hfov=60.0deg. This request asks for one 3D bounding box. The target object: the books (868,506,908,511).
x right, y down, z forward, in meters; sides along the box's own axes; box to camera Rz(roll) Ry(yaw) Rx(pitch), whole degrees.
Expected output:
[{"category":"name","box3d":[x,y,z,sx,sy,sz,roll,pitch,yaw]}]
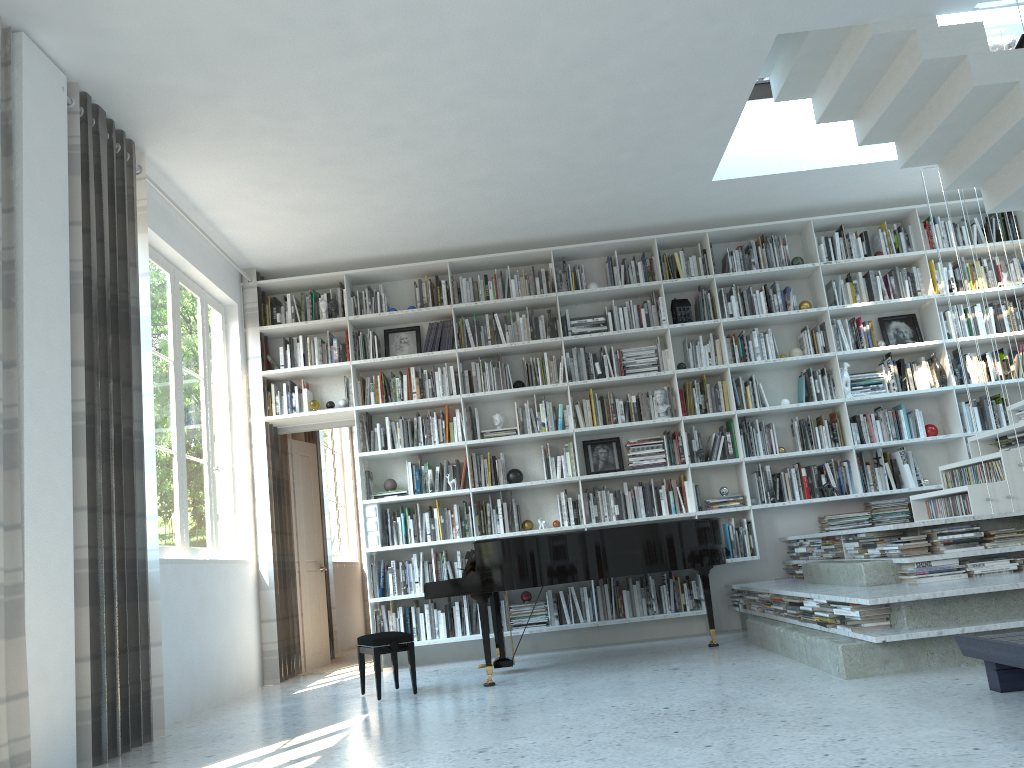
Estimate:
[{"category":"books","box3d":[2.891,0.967,6.864,0.285,0.005,0.160,-7,-12,2]}]

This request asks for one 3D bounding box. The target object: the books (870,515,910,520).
[{"category":"books","box3d":[2.902,1.035,6.848,0.285,0.007,0.160,-7,-12,3]}]

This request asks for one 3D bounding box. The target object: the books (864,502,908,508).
[{"category":"books","box3d":[2.891,0.939,6.864,0.285,0.005,0.160,-6,-12,-2]}]

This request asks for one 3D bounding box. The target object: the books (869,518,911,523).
[{"category":"books","box3d":[2.902,1.054,6.839,0.285,0.007,0.160,-6,-12,-3]}]

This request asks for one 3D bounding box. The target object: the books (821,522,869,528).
[{"category":"books","box3d":[2.569,1.090,6.849,0.308,0.008,0.195,-7,-12,3]}]

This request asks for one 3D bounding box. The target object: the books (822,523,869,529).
[{"category":"books","box3d":[2.569,1.097,6.842,0.308,0.008,0.195,-7,-12,4]}]

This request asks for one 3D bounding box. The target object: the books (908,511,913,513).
[{"category":"books","box3d":[3.266,0.964,6.847,0.368,0.007,0.206,-7,-12,4]}]

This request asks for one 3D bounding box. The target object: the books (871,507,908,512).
[{"category":"books","box3d":[2.892,0.977,6.860,0.285,0.005,0.160,-6,-12,-1]}]

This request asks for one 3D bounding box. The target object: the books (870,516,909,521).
[{"category":"books","box3d":[2.903,1.041,6.842,0.254,0.007,0.161,-6,-12,-3]}]

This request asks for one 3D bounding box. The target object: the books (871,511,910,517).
[{"category":"books","box3d":[2.898,1.007,6.846,0.285,0.007,0.160,-5,-12,-4]}]

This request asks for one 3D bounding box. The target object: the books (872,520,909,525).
[{"category":"books","box3d":[2.904,1.069,6.846,0.254,0.007,0.161,-6,-12,1]}]

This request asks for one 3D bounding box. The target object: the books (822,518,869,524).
[{"category":"books","box3d":[2.569,1.059,6.847,0.308,0.008,0.195,-7,-12,5]}]

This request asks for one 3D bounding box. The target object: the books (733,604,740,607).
[{"category":"books","box3d":[1.769,1.650,6.640,0.171,0.016,0.241,-6,-12,1]}]

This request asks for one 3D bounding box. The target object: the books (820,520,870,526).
[{"category":"books","box3d":[2.568,1.074,6.844,0.308,0.008,0.195,-5,-12,-4]}]

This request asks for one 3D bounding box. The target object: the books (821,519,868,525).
[{"category":"books","box3d":[2.568,1.069,6.858,0.308,0.008,0.195,-6,-12,1]}]

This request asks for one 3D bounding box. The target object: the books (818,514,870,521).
[{"category":"books","box3d":[2.566,1.032,6.860,0.345,0.007,0.194,-7,-12,3]}]

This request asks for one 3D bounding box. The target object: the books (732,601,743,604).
[{"category":"books","box3d":[1.756,1.630,6.645,0.179,0.012,0.262,-7,-12,3]}]

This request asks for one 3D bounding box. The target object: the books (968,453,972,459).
[{"category":"books","box3d":[3.491,0.646,6.812,0.031,0.214,0.165,-6,-11,1]}]

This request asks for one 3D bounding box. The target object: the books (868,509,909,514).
[{"category":"books","box3d":[2.896,0.989,6.862,0.285,0.007,0.160,-6,-12,1]}]

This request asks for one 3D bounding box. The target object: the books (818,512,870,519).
[{"category":"books","box3d":[2.565,1.017,6.863,0.345,0.007,0.194,-6,-12,-1]}]

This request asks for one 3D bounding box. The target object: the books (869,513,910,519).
[{"category":"books","box3d":[2.900,1.020,6.846,0.285,0.007,0.160,-6,-12,-3]}]

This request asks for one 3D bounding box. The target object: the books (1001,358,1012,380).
[{"category":"books","box3d":[3.875,-0.092,7.003,0.024,0.180,0.191,-6,-11,1]}]

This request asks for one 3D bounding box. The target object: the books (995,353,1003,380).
[{"category":"books","box3d":[3.834,-0.113,7.046,0.025,0.248,0.134,-6,-11,1]}]

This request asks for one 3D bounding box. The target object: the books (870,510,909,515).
[{"category":"books","box3d":[2.897,0.995,6.858,0.285,0.007,0.160,-7,-12,2]}]

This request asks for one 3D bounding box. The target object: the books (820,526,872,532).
[{"category":"books","box3d":[2.572,1.118,6.837,0.346,0.007,0.194,-7,-12,4]}]

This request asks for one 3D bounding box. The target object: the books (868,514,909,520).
[{"category":"books","box3d":[2.901,1.027,6.845,0.254,0.007,0.161,-6,-12,-3]}]

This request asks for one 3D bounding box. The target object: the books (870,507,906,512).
[{"category":"books","box3d":[2.892,0.972,6.863,0.254,0.005,0.161,-6,-12,0]}]

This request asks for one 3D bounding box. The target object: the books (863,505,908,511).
[{"category":"books","box3d":[2.891,0.962,6.865,0.285,0.005,0.160,-6,-12,0]}]

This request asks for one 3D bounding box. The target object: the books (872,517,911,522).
[{"category":"books","box3d":[2.904,1.047,6.838,0.285,0.007,0.160,-7,-12,5]}]

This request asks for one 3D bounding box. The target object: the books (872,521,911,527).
[{"category":"books","box3d":[2.905,1.083,6.844,0.285,0.007,0.160,-6,-12,1]}]

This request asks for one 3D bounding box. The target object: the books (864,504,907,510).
[{"category":"books","box3d":[2.889,0.950,6.860,0.285,0.005,0.160,-6,-12,-3]}]

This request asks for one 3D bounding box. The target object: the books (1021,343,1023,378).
[{"category":"books","box3d":[4.029,-0.161,7.029,0.033,0.293,0.169,-6,-11,1]}]

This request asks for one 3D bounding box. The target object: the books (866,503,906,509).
[{"category":"books","box3d":[2.892,0.944,6.861,0.254,0.005,0.161,-7,-12,4]}]

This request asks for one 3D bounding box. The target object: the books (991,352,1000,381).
[{"category":"books","box3d":[3.815,-0.114,7.044,0.012,0.253,0.161,-6,-11,1]}]

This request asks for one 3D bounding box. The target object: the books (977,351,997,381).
[{"category":"books","box3d":[3.771,-0.113,7.037,0.029,0.258,0.171,-6,-11,1]}]

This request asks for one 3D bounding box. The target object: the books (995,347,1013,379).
[{"category":"books","box3d":[3.895,-0.136,7.039,0.026,0.277,0.170,-6,-11,1]}]

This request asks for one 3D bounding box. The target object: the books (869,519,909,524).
[{"category":"books","box3d":[2.903,1.062,6.845,0.254,0.007,0.161,-7,-12,2]}]

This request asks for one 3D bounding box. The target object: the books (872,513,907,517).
[{"category":"books","box3d":[2.899,1.015,6.854,0.254,0.007,0.161,-7,-12,2]}]

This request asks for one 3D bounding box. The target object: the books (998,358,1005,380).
[{"category":"books","box3d":[3.856,-0.094,7.045,0.014,0.206,0.138,-6,-11,1]}]

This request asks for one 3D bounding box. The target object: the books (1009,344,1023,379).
[{"category":"books","box3d":[3.992,-0.155,7.029,0.072,0.291,0.169,-6,-11,1]}]

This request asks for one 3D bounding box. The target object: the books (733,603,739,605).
[{"category":"books","box3d":[1.766,1.639,6.643,0.155,0.009,0.233,-5,-12,-4]}]

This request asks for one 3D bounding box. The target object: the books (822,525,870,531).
[{"category":"books","box3d":[2.571,1.111,6.839,0.308,0.008,0.195,-6,-12,-3]}]

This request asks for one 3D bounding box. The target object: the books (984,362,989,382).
[{"category":"books","box3d":[3.725,-0.070,7.036,0.030,0.184,0.137,-6,-11,1]}]

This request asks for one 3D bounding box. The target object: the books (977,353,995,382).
[{"category":"books","box3d":[3.746,-0.106,7.026,0.022,0.246,0.181,-6,-11,1]}]

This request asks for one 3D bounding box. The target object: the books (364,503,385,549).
[{"category":"books","box3d":[-1.066,1.113,6.915,0.106,0.339,0.307,-6,-11,1]}]

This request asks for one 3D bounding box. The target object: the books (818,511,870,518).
[{"category":"books","box3d":[2.564,1.010,6.864,0.345,0.007,0.194,-7,-12,3]}]

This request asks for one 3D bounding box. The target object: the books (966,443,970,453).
[{"category":"books","box3d":[3.507,0.608,6.834,0.011,0.293,0.144,-6,-11,1]}]

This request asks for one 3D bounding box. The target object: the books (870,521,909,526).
[{"category":"books","box3d":[2.904,1.074,6.836,0.254,0.007,0.161,-7,-12,4]}]

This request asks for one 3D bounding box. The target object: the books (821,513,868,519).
[{"category":"books","box3d":[2.566,1.024,6.861,0.308,0.008,0.195,-7,-12,3]}]

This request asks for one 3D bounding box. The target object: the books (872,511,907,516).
[{"category":"books","box3d":[2.898,1.002,6.857,0.254,0.007,0.161,-7,-12,2]}]

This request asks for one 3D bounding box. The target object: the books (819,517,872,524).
[{"category":"books","box3d":[2.569,1.053,6.853,0.345,0.007,0.194,-6,-12,-2]}]

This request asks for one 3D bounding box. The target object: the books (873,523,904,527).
[{"category":"books","box3d":[2.906,1.088,6.835,0.254,0.007,0.161,-7,-12,4]}]

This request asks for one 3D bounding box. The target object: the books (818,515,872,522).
[{"category":"books","box3d":[2.567,1.037,6.850,0.345,0.007,0.194,-5,-12,-4]}]

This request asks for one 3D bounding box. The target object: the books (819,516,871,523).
[{"category":"books","box3d":[2.568,1.046,6.857,0.345,0.007,0.194,-7,-12,3]}]

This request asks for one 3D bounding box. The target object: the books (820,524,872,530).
[{"category":"books","box3d":[2.570,1.103,6.837,0.346,0.007,0.194,-7,-12,5]}]

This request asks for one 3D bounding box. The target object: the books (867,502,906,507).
[{"category":"books","box3d":[2.890,0.933,6.861,0.254,0.005,0.161,-5,-12,-4]}]

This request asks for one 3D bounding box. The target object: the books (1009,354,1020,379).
[{"category":"books","box3d":[3.956,-0.112,7.020,0.088,0.216,0.167,-6,-11,1]}]

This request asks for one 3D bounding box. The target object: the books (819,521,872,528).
[{"category":"books","box3d":[2.569,1.083,6.850,0.345,0.007,0.194,-6,-12,-1]}]

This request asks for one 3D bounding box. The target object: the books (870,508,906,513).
[{"category":"books","box3d":[2.893,0.983,6.863,0.254,0.005,0.161,-6,-12,1]}]
